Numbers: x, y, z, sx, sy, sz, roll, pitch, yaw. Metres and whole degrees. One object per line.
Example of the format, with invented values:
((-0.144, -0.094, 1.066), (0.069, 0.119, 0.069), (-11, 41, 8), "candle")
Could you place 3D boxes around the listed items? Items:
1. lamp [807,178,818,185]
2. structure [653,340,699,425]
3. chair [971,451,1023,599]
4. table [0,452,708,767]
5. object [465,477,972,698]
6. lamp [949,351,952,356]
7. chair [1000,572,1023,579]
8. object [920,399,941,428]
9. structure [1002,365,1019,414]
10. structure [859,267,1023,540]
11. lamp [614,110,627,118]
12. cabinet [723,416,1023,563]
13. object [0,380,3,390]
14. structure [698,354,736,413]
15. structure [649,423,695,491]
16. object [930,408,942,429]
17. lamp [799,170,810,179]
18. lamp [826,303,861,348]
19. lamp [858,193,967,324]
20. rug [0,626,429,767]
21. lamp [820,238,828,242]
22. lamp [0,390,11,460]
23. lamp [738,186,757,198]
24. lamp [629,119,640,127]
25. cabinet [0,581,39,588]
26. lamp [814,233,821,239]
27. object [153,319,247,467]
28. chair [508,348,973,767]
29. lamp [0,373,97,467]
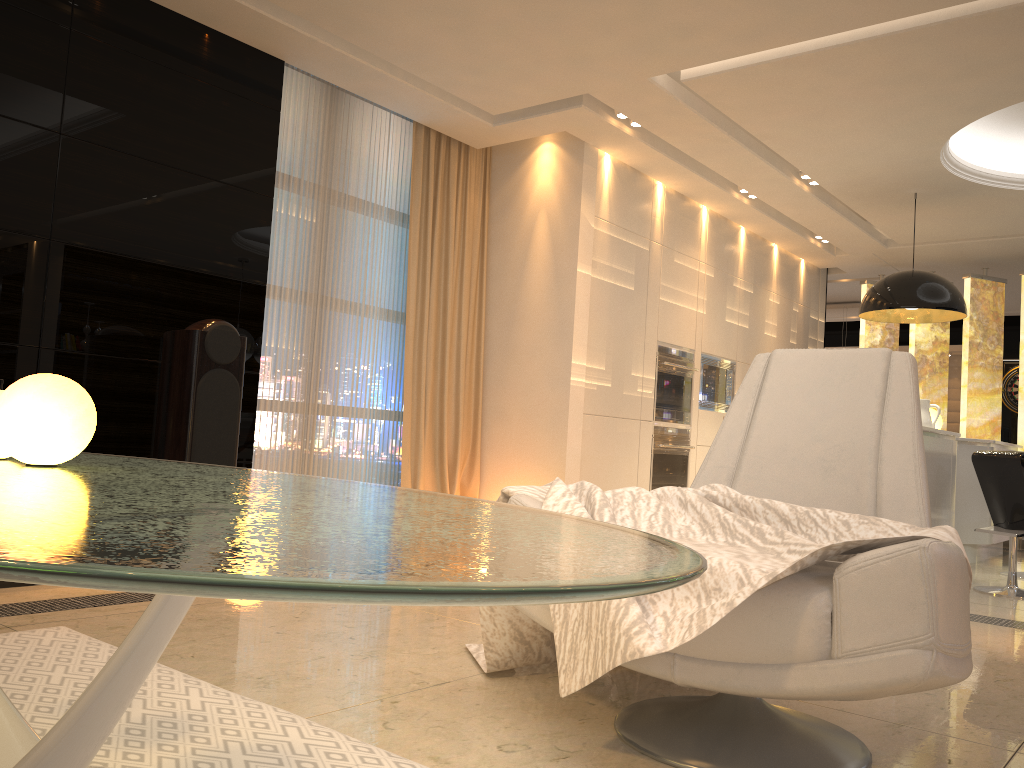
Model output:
((2.207, -1.515, 6.457), (0.107, 0.127, 0.107), (2, -4, 20), "lamp")
((1.063, -0.001, 6.937), (0.595, 0.597, 0.609), (1, -5, 39), "structure")
((2.780, 0.762, 4.913), (0.380, 0.789, 0.380), (5, -4, -18), "chair")
((-0.748, 0.401, 1.239), (2.140, 0.565, 0.999), (1, -5, 38), "table")
((0.437, 0.545, 2.298), (0.972, 0.580, 1.347), (5, -4, -14), "object")
((6.269, -0.463, 12.747), (0.107, 0.127, 0.107), (2, -4, 20), "lamp")
((3.373, 0.850, 5.718), (0.380, 0.789, 0.380), (2, -4, 21), "chair")
((2.914, 0.239, 6.328), (0.211, 0.254, 0.183), (4, -4, 1), "object")
((6.615, 0.074, 11.372), (0.669, 0.669, 0.048), (1, -5, 39), "structure")
((4.356, 0.187, 8.230), (2.180, 2.555, 0.448), (1, -5, 39), "structure")
((0.677, -1.680, 5.381), (0.107, 0.127, 0.107), (2, -4, 27), "lamp")
((2.709, 0.795, 6.267), (1.046, 0.887, 3.752), (1, -5, 39), "cabinet")
((-2.189, -0.002, 3.273), (0.371, 0.070, 0.441), (1, -5, 39), "object")
((1.540, 0.007, 7.513), (0.446, 0.450, 0.659), (1, -5, 39), "structure")
((1.025, 0.605, 6.898), (0.595, 0.597, 0.609), (1, -5, 39), "structure")
((3.042, 0.279, 6.513), (0.212, 0.214, 0.213), (4, -4, -1), "object")
((2.106, -1.530, 6.330), (0.107, 0.127, 0.107), (2, -4, 20), "lamp")
((3.817, -0.485, 11.229), (1.578, 0.995, 0.939), (1, -5, 39), "lamp")
((2.882, -0.930, 6.363), (0.710, 0.898, 0.710), (7, -5, -41), "lamp")
((-0.779, 0.695, 1.243), (2.900, 0.020, 1.661), (1, -5, 38), "rug")
((2.884, -1.365, 8.140), (0.107, 0.127, 0.107), (1, -4, 35), "lamp")
((-0.858, 0.068, 1.480), (0.115, 0.115, 0.115), (5, -4, -26), "lamp")
((1.827, -1.516, 6.819), (0.107, 0.127, 0.270), (1, -5, 39), "lamp")
((0.778, -1.665, 5.508), (0.107, 0.127, 0.107), (2, -4, 27), "lamp")
((-2.593, 0.459, 2.755), (0.416, 0.444, 2.842), (1, -5, 39), "cabinet")
((2.782, -1.380, 8.012), (0.107, 0.127, 0.107), (2, -4, 20), "lamp")
((-1.482, 0.268, 4.040), (0.468, 1.127, 0.285), (1, -5, 39), "object")
((0.644, 0.354, 2.223), (1.027, 0.991, 0.983), (1, -5, 38), "chair")
((-0.722, 0.055, 1.373), (0.143, 0.143, 0.143), (2, -4, 23), "lamp")
